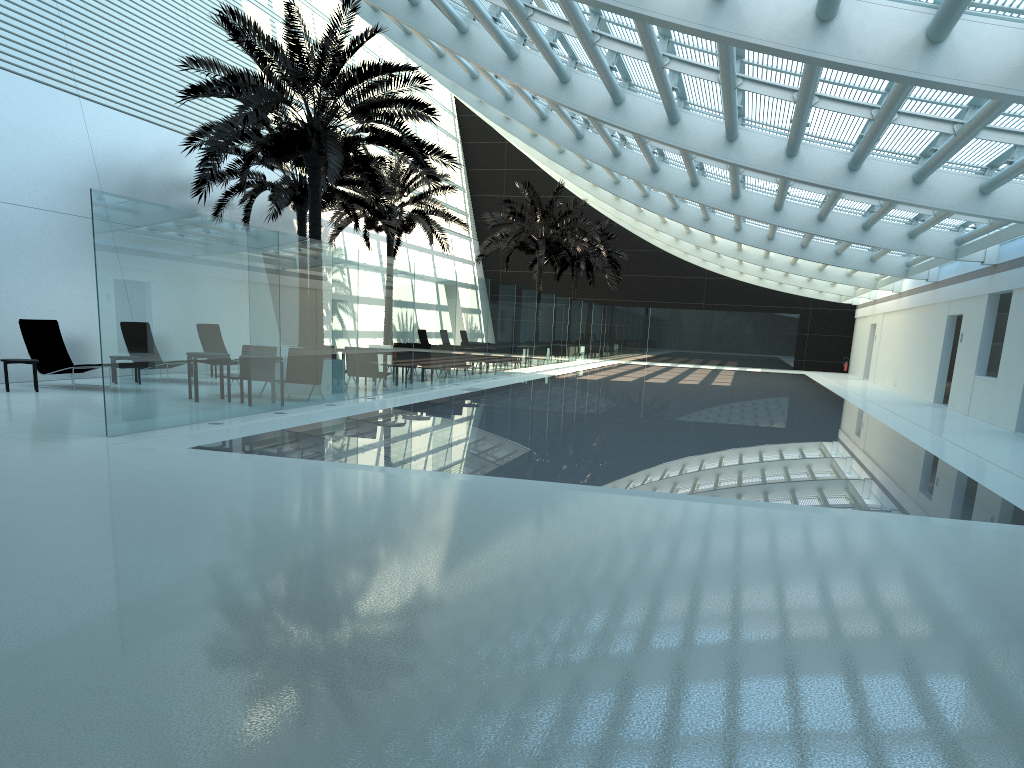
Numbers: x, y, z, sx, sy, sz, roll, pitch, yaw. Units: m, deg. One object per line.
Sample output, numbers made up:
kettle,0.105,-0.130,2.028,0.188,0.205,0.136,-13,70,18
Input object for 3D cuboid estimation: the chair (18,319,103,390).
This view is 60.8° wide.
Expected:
chair,-7.497,-0.506,15.454,2.029,1.194,0.897,4,10,14

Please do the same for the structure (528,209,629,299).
structure,3.201,-4.723,41.988,4.461,7.239,4.650,1,11,-7

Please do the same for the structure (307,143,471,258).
structure,-4.039,-4.092,28.035,4.589,7.111,4.189,-7,15,-41

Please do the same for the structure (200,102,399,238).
structure,-5.371,-3.746,22.305,4.645,7.049,4.135,1,11,-7

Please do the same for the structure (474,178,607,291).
structure,1.101,-4.314,34.273,4.814,7.241,4.306,4,11,8

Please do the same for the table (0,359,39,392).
table,-8.179,-0.143,14.520,0.551,0.533,0.539,-3,10,-33

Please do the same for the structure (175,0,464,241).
structure,-3.770,-3.350,16.123,4.754,7.240,4.363,10,13,32
